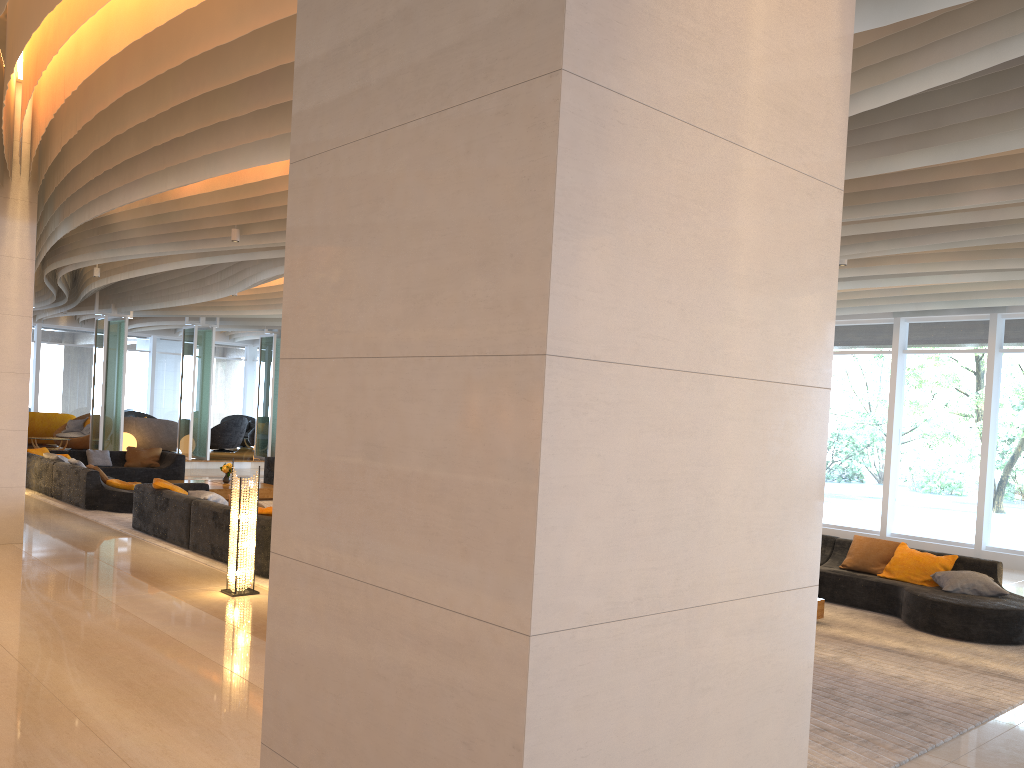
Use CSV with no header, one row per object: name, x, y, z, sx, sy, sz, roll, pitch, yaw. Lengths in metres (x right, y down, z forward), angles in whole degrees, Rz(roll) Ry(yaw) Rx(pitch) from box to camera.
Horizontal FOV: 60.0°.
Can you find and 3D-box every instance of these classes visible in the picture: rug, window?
rug,-1.850,2.025,11.888,5.617,0.022,15.911,5,-3,-42
window,0.089,0.431,16.225,54.013,3.223,22.328,3,-2,12

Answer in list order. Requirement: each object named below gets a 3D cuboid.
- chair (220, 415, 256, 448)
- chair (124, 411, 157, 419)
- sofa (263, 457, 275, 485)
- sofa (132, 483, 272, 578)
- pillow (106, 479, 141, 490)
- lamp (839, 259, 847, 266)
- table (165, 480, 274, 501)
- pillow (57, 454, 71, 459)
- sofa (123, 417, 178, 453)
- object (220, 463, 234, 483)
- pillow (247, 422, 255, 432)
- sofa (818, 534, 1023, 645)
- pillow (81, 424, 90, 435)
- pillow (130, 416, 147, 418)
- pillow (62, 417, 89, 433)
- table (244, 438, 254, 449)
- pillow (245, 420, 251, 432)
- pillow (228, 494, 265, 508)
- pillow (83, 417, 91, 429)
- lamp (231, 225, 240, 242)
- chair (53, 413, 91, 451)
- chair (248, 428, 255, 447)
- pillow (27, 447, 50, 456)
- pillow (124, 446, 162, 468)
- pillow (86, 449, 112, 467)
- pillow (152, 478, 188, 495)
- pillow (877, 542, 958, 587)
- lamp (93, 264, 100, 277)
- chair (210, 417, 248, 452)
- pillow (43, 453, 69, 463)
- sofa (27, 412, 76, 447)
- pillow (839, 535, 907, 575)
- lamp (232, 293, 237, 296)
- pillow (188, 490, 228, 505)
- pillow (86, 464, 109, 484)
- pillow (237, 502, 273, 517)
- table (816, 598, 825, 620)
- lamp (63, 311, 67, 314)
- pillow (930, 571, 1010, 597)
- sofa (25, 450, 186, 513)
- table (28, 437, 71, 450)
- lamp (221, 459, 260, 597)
chair,-8.484,1.493,28.130,1.543,1.006,1.117,4,-1,-30
chair,-10.382,1.290,25.181,1.117,1.006,1.543,3,-1,31
sofa,-3.428,1.802,16.851,0.959,0.583,3.705,4,-2,-42
sofa,-3.233,1.593,10.160,0.959,0.583,3.705,4,-2,-42
pillow,-5.717,1.477,13.078,0.413,0.136,0.414,3,-2,-8
lamp,3.545,-2.009,9.383,0.089,1.507,0.089,3,1,3
table,-5.033,1.848,15.399,1.631,0.220,1.570,5,-2,-42
pillow,-7.462,1.317,14.740,0.419,0.335,0.327,3,0,13
sofa,-9.641,1.323,23.324,2.550,0.902,1.115,3,-1,7
object,-5.009,1.557,15.595,0.238,0.377,0.264,3,0,-10
pillow,-8.192,1.424,28.350,0.509,0.409,0.459,3,0,-15
sofa,3.378,1.937,9.303,1.362,0.582,4.107,4,-2,-35
pillow,-10.512,1.092,22.225,0.472,0.409,0.494,4,-1,-40
pillow,-10.596,1.142,25.286,0.367,0.422,0.613,3,-1,21
pillow,-11.093,1.042,22.562,0.617,0.455,0.474,3,0,9
table,-7.769,1.854,27.423,1.099,0.318,0.803,4,-2,-36
pillow,-8.611,1.353,28.334,0.617,0.422,0.365,4,0,-39
pillow,-2.843,1.427,9.642,0.452,0.410,0.590,4,-1,-40
pillow,-10.688,1.048,22.599,0.597,0.422,0.377,3,0,26
lamp,-3.083,-2.361,9.997,0.087,1.507,0.090,4,2,39
chair,-10.831,1.173,22.387,1.491,1.006,1.156,3,-1,35
chair,-7.146,1.519,26.636,1.546,1.006,1.115,4,-1,-40
pillow,-8.450,1.302,15.908,0.337,0.316,0.413,3,-1,20
pillow,-7.128,1.412,17.148,0.646,0.378,0.540,4,-1,-20
pillow,-7.723,1.388,16.583,0.415,0.312,0.316,4,-1,-40
pillow,-4.176,1.376,11.001,0.554,0.378,0.630,4,-1,-20
pillow,3.999,1.804,8.748,0.483,0.403,0.596,4,-1,-35
lamp,-6.438,-2.424,13.817,0.089,1.507,0.089,3,1,3
chair,-8.188,1.413,25.190,1.122,1.006,1.536,3,-1,21
pillow,-7.273,1.326,14.465,0.639,0.377,0.556,2,-1,43
sofa,-12.497,1.142,22.705,1.090,0.901,2.608,3,-1,38
pillow,3.713,1.786,9.153,0.377,0.374,0.565,3,-1,-43
lamp,-4.766,-2.280,15.344,0.089,1.507,0.089,3,1,3
pillow,-3.531,1.451,10.399,0.428,0.377,0.575,4,-1,-40
pillow,-6.095,1.355,13.140,0.335,0.311,0.416,4,-1,-40
pillow,-2.472,1.410,9.124,0.629,0.378,0.555,3,-1,26
table,1.677,1.982,8.004,1.631,0.220,1.570,5,-2,-42
lamp,-10.607,-2.419,21.107,0.090,1.507,0.087,2,2,-33
pillow,4.253,1.863,8.262,0.583,0.209,0.441,3,-1,7
sofa,-6.297,1.544,14.985,2.878,0.654,4.991,5,-2,-42
table,-11.171,1.465,21.392,1.062,0.318,0.831,2,-2,29
lamp,-2.399,1.271,7.920,0.255,1.199,0.245,2,2,-42
